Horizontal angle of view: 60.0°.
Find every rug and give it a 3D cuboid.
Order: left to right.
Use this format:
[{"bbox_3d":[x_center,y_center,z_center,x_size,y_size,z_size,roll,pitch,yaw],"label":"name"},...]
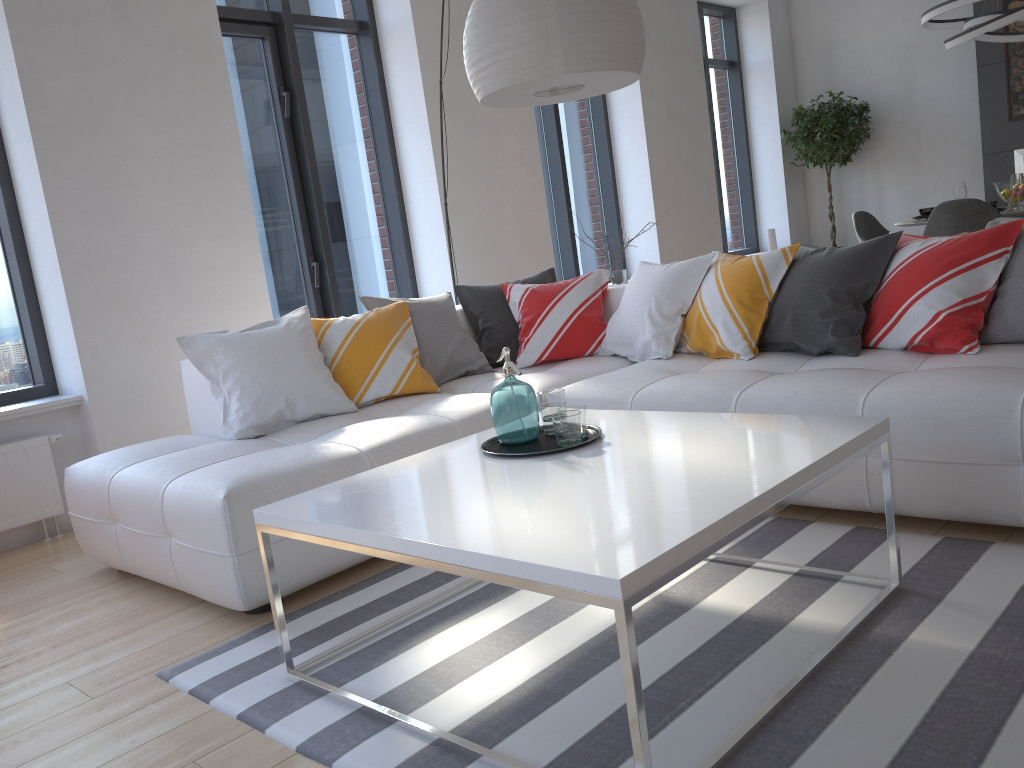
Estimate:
[{"bbox_3d":[0.456,0.595,2.112,2.326,0.016,1.662,0,12,44],"label":"rug"}]

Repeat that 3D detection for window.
[{"bbox_3d":[-2.820,-0.993,3.635,0.170,2.402,1.310,0,12,44],"label":"window"},{"bbox_3d":[-1.258,-1.460,5.258,0.170,2.402,1.310,0,12,44],"label":"window"},{"bbox_3d":[0.304,-1.926,6.880,0.170,2.402,1.310,0,12,44],"label":"window"},{"bbox_3d":[1.865,-2.393,8.501,0.170,2.402,1.310,0,12,44],"label":"window"}]

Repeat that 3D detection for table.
[{"bbox_3d":[0.174,0.403,2.155,1.091,0.435,1.091,0,12,44],"label":"table"},{"bbox_3d":[3.403,-0.794,5.940,1.499,0.764,1.499,-3,10,33],"label":"table"}]

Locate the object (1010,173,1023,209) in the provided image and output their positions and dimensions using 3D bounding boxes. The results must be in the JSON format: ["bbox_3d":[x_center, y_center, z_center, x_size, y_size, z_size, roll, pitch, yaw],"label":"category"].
[{"bbox_3d":[3.201,-1.218,5.609,0.083,0.220,0.083,-6,9,16],"label":"object"}]

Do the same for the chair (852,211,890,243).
[{"bbox_3d":[2.861,-0.855,6.491,0.619,0.891,0.655,0,12,45],"label":"chair"}]

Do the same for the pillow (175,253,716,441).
[{"bbox_3d":[-0.202,-0.178,3.609,2.156,0.456,0.580,-11,9,-19],"label":"pillow"}]

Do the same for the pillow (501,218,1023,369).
[{"bbox_3d":[0.864,-0.311,3.670,2.250,0.449,0.575,-1,11,41],"label":"pillow"}]

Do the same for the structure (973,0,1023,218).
[{"bbox_3d":[4.281,-3.888,6.794,1.500,6.351,0.722,0,12,44],"label":"structure"}]

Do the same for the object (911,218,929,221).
[{"bbox_3d":[2.969,-1.177,6.253,0.309,0.015,0.206,-15,11,-40],"label":"object"}]

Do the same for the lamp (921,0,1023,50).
[{"bbox_3d":[2.892,-4.418,5.394,1.000,4.513,1.000,-16,12,-43],"label":"lamp"}]

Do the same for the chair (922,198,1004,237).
[{"bbox_3d":[2.934,-0.723,5.538,0.619,0.891,0.655,-15,11,-38],"label":"chair"}]

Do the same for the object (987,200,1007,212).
[{"bbox_3d":[2.941,-1.096,5.525,0.258,0.074,0.258,-4,9,25],"label":"object"}]

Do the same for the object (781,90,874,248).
[{"bbox_3d":[3.078,-1.765,8.493,0.813,2.019,0.801,-16,11,-41],"label":"object"}]

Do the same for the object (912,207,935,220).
[{"bbox_3d":[2.960,-1.208,6.259,0.258,0.074,0.258,-12,9,-26],"label":"object"}]

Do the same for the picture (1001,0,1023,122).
[{"bbox_3d":[4.474,-2.680,6.994,1.056,0.990,0.026,0,12,44],"label":"picture"}]

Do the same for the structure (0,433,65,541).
[{"bbox_3d":[-2.341,0.539,3.656,0.110,0.460,1.015,0,12,44],"label":"structure"}]

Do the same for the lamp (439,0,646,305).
[{"bbox_3d":[-0.115,-0.982,4.222,0.710,2.647,3.199,-10,9,-9],"label":"lamp"}]

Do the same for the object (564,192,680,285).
[{"bbox_3d":[0.578,-0.707,4.804,0.607,0.744,0.406,-9,8,-5],"label":"object"}]

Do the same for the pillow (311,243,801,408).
[{"bbox_3d":[0.113,-0.211,3.651,2.095,0.440,0.630,-8,8,1],"label":"pillow"}]

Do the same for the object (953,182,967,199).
[{"bbox_3d":[3.056,-1.262,6.043,0.083,0.220,0.083,-7,8,5],"label":"object"}]

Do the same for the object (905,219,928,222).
[{"bbox_3d":[2.970,-1.171,6.267,0.360,0.002,0.360,-9,8,-3],"label":"object"}]

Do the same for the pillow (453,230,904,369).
[{"bbox_3d":[0.620,-0.335,3.887,2.120,0.436,0.608,-1,11,40],"label":"pillow"}]

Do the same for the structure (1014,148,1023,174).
[{"bbox_3d":[4.700,-1.814,7.228,1.010,0.651,0.295,0,12,44],"label":"structure"}]

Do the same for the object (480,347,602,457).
[{"bbox_3d":[0.061,0.029,2.375,0.330,0.265,0.330,-11,9,-21],"label":"object"}]

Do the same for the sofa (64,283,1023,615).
[{"bbox_3d":[0.407,0.093,3.065,3.424,0.732,2.614,0,12,44],"label":"sofa"}]

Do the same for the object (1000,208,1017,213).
[{"bbox_3d":[2.960,-1.068,5.531,0.206,0.015,0.309,-15,11,-40],"label":"object"}]

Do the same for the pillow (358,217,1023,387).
[{"bbox_3d":[0.704,-0.274,3.365,2.953,0.453,0.647,-3,10,32],"label":"pillow"}]

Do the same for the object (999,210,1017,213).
[{"bbox_3d":[2.955,-1.061,5.539,0.360,0.002,0.360,-9,8,-3],"label":"object"}]

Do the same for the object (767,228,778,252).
[{"bbox_3d":[1.167,-0.522,4.179,0.319,0.398,0.316,-11,9,-21],"label":"object"}]

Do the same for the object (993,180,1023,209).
[{"bbox_3d":[3.348,-1.261,5.874,0.278,0.184,0.278,-14,10,-37],"label":"object"}]
